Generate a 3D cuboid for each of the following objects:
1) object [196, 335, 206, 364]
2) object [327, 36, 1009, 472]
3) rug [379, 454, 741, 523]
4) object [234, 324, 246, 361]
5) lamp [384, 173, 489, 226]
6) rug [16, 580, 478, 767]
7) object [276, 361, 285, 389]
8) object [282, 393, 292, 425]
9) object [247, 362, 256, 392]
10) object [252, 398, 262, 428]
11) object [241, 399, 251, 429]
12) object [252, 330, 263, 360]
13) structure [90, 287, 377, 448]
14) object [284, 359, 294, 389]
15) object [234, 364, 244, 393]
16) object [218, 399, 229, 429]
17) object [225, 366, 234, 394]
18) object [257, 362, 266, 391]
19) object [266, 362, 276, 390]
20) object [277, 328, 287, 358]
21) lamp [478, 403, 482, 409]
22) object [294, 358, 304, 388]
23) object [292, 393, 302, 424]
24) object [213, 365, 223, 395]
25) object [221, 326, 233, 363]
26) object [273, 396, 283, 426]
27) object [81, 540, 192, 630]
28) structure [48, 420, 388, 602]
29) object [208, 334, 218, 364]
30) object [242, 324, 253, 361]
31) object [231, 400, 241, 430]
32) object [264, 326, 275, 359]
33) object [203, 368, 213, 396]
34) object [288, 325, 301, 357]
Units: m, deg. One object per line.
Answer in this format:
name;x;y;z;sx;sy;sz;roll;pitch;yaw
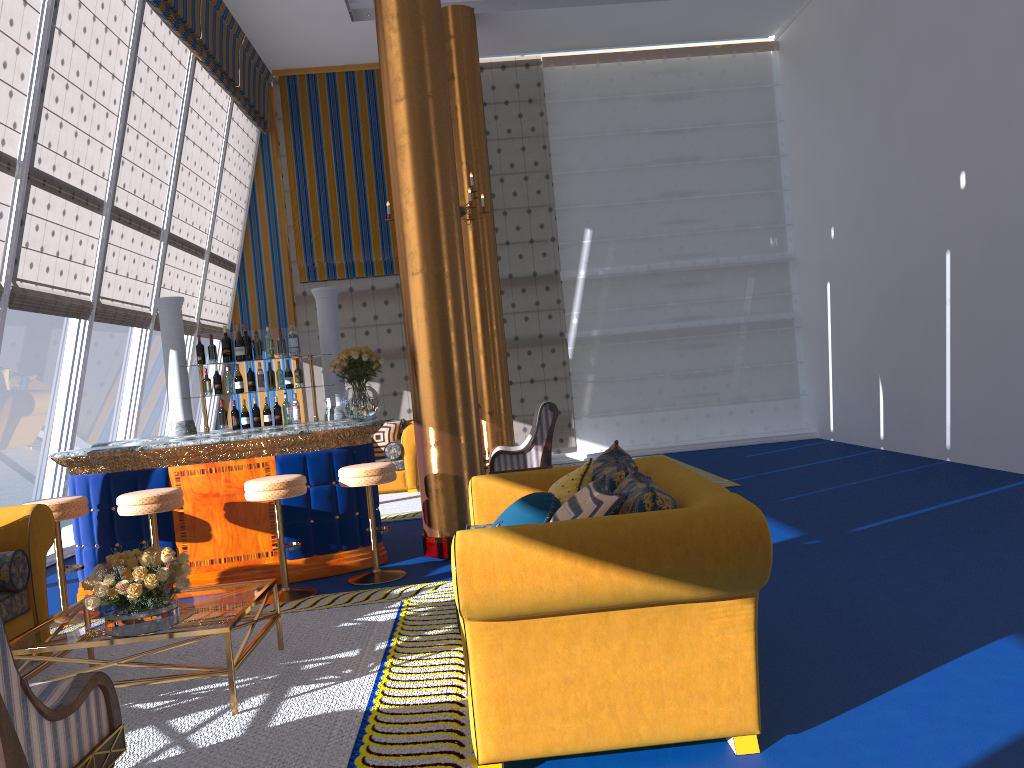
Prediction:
object;-2.562;-0.282;7.288;0.065;0.244;0.065;-5;1;1
object;-0.319;-6.933;4.870;63.198;33.611;63.333;-5;1;4
rug;-0.920;1.285;10.379;6.265;0.011;3.588;-5;1;-4
object;-2.240;-0.338;7.294;0.085;0.303;0.085;-6;1;-9
lamp;-0.904;-2.833;9.540;1.068;2.422;1.050;-6;1;-26
rug;-1.863;1.457;2.572;3.597;0.010;6.247;-5;1;-3
object;-1.931;-0.073;7.382;0.059;0.230;0.058;-7;2;-44
object;-1.886;0.206;7.425;0.069;0.269;0.068;-6;2;-42
object;-2.152;-0.059;7.312;0.066;0.244;0.065;-6;1;-22
object;-2.115;0.236;7.331;0.066;0.244;0.065;-6;1;-22
object;-2.203;0.248;7.322;0.069;0.244;0.068;-6;1;-22
object;-2.104;-0.322;7.328;0.077;0.248;0.075;-6;2;-39
structure;-2.298;0.346;7.451;2.321;2.196;0.766;-6;1;-12
object;-1.861;-0.084;7.387;0.069;0.244;0.068;-6;1;-22
object;-2.247;-0.046;7.290;0.069;0.244;0.068;-6;1;-22
object;-2.371;0.247;7.274;0.071;0.242;0.070;-6;1;-21
object;-2.325;-0.035;7.283;0.059;0.230;0.058;-7;2;-44
object;-2.074;-0.063;7.320;0.057;0.239;0.056;-6;1;-28
object;-2.001;-0.066;7.356;0.072;0.232;0.071;-6;1;-24
object;-1.919;-0.343;7.371;0.073;0.246;0.071;-7;2;-44
lamp;-0.569;0.484;10.684;0.449;0.783;0.443;-6;1;-18
object;-1.780;-0.091;7.396;0.071;0.244;0.072;-5;1;18
object;-1.808;0.204;7.439;0.061;0.258;0.061;-5;1;-3
object;-2.412;-0.034;7.263;0.066;0.244;0.065;-6;1;-22
object;-2.346;-0.328;7.287;0.081;0.303;0.081;-5;1;3
object;-1.953;0.224;7.389;0.066;0.244;0.065;-6;1;-22
object;-1.683;0.901;3.998;0.458;0.388;0.500;-6;1;-22
structure;-2.026;0.900;6.404;2.322;1.065;0.765;-5;1;-14
object;-2.480;-0.291;7.336;0.073;0.246;0.071;-7;2;-44
object;-2.192;-0.344;7.321;0.081;0.303;0.081;-5;1;14
object;-2.283;0.255;7.315;0.065;0.244;0.065;-5;1;1
object;-2.008;-0.345;7.328;0.069;0.271;0.069;-5;1;8
object;-2.486;-0.016;7.233;0.066;0.225;0.065;-6;2;-34
object;-1.824;-0.361;7.417;0.092;0.259;0.091;-6;1;-20
